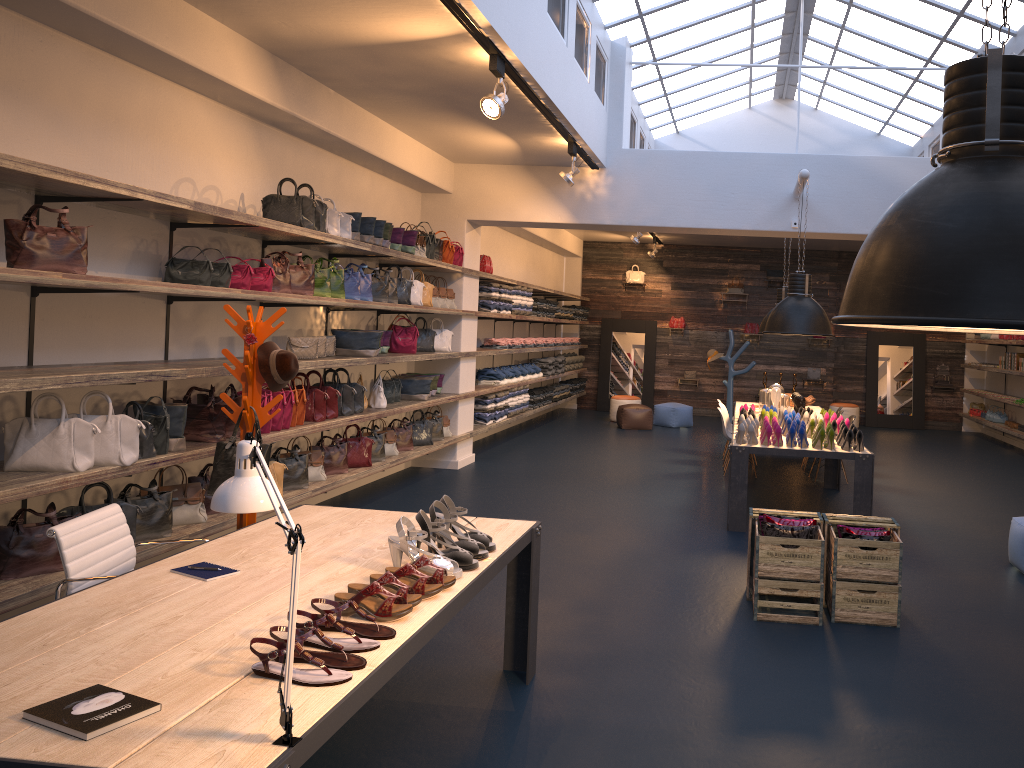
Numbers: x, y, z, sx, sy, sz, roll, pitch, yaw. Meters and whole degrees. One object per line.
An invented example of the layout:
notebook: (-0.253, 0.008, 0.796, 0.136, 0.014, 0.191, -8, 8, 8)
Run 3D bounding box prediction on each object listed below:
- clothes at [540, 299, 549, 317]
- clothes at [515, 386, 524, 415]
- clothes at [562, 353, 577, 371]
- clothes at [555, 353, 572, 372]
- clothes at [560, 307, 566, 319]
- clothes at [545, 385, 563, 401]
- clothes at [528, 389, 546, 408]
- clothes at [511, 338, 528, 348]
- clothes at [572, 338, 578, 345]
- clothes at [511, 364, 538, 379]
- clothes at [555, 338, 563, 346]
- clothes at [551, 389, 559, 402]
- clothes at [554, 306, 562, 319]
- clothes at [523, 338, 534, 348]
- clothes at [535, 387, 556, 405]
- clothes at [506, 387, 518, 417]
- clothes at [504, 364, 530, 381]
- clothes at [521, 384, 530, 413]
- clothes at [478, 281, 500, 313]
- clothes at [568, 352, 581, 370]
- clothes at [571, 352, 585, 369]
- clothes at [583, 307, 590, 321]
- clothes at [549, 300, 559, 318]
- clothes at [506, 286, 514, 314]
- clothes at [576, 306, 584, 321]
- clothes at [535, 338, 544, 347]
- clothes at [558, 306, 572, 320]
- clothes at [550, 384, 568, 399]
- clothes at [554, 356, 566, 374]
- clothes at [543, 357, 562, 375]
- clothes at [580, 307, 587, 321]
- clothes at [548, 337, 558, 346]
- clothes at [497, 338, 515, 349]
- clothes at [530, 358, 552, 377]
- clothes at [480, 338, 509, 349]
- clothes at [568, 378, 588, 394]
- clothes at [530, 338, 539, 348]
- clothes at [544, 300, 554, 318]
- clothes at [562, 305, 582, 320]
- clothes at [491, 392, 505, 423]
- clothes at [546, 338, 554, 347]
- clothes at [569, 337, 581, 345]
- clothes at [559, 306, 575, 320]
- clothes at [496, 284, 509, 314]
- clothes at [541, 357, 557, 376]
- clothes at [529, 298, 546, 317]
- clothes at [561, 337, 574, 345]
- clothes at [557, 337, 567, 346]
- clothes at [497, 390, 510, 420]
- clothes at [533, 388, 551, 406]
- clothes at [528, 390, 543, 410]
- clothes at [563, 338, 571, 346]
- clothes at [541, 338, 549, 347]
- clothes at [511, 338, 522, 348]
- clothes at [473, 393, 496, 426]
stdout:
clothes: (0.407, -1.219, 13.924, 0.367, 0.299, 0.320, 3, 2, -1)
clothes: (0.002, 0.226, 12.625, 0.254, 0.456, 0.352, 3, 1, 24)
clothes: (1.043, -0.429, 16.630, 0.323, 0.342, 0.410, 3, 2, 18)
clothes: (0.926, -0.405, 16.190, 0.323, 0.342, 0.410, 3, 2, 18)
clothes: (0.753, -1.286, 15.476, 0.409, 0.251, 0.354, 3, 2, 8)
clothes: (0.696, 0.157, 15.467, 0.409, 0.251, 0.354, 3, 2, 8)
clothes: (0.350, 0.224, 13.916, 0.367, 0.299, 0.320, 3, 2, -1)
clothes: (0.068, -0.620, 13.062, 0.316, 0.154, 0.357, 3, 3, 6)
clothes: (1.118, -0.840, 17.127, 0.328, 0.159, 0.340, 5, 4, 31)
clothes: (0.148, -0.199, 13.506, 0.398, 0.240, 0.456, 4, 3, 26)
clothes: (0.727, -0.758, 15.647, 0.328, 0.159, 0.340, 5, 4, 31)
clothes: (0.590, 0.179, 15.072, 0.395, 0.251, 0.365, 4, 3, 20)
clothes: (0.647, -1.264, 15.081, 0.395, 0.251, 0.365, 4, 3, 20)
clothes: (0.152, -0.637, 13.471, 0.328, 0.159, 0.340, 5, 4, 31)
clothes: (0.522, 0.188, 14.570, 0.338, 0.299, 0.320, 3, 2, 17)
clothes: (-0.085, 0.244, 12.298, 0.254, 0.456, 0.352, 3, 1, 24)
clothes: (0.032, -0.175, 13.064, 0.415, 0.240, 0.439, 3, 3, 10)
clothes: (0.097, 0.206, 12.985, 0.254, 0.456, 0.352, 3, 1, 24)
clothes: (-0.314, -1.125, 11.256, 0.243, 0.411, 0.333, 3, 1, 18)
clothes: (1.159, -0.453, 17.071, 0.323, 0.342, 0.410, 3, 2, 18)
clothes: (1.275, -0.478, 17.512, 0.323, 0.342, 0.410, 3, 2, 18)
clothes: (1.388, -1.425, 17.643, 0.338, 0.299, 0.320, 3, 2, 17)
clothes: (0.579, -1.255, 14.578, 0.338, 0.299, 0.320, 3, 2, 17)
clothes: (-0.135, -1.162, 11.934, 0.243, 0.411, 0.333, 3, 1, 18)
clothes: (1.216, -1.389, 16.989, 0.367, 0.299, 0.320, 3, 2, -1)
clothes: (0.342, -0.677, 14.190, 0.328, 0.159, 0.340, 5, 4, 31)
clothes: (0.861, -1.309, 15.892, 0.395, 0.251, 0.365, 4, 3, 20)
clothes: (0.805, 0.134, 15.884, 0.395, 0.251, 0.365, 4, 3, 20)
clothes: (0.772, -0.347, 15.505, 0.393, 0.317, 0.356, 3, 2, -3)
clothes: (0.681, -0.318, 15.126, 0.375, 0.303, 0.350, 3, 2, -2)
clothes: (1.302, -1.407, 17.316, 0.344, 0.299, 0.314, 3, 2, 10)
clothes: (0.648, -0.742, 15.259, 0.316, 0.154, 0.357, 3, 3, 6)
clothes: (-0.122, -0.580, 12.343, 0.316, 0.154, 0.357, 3, 3, 6)
clothes: (0.473, -0.274, 14.337, 0.375, 0.303, 0.350, 3, 2, -2)
clothes: (-0.233, -0.556, 12.011, 0.328, 0.159, 0.340, 5, 4, 31)
clothes: (1.287, 0.027, 17.475, 0.354, 0.298, 0.668, 3, 3, 14)
clothes: (0.263, -0.661, 13.802, 0.316, 0.154, 0.357, 3, 3, 6)
clothes: (0.493, -1.237, 14.251, 0.344, 0.299, 0.314, 3, 2, 10)
clothes: (1.140, -1.370, 16.662, 0.359, 0.299, 0.337, 3, 2, 13)
clothes: (-0.253, 0.300, 11.593, 0.243, 0.411, 0.333, 3, 1, 18)
clothes: (0.537, -0.718, 14.928, 0.328, 0.159, 0.340, 5, 4, 31)
clothes: (1.229, -0.864, 17.459, 0.316, 0.154, 0.357, 3, 3, 6)
clothes: (0.967, -1.331, 16.288, 0.409, 0.251, 0.354, 3, 2, 8)
clothes: (-0.197, -1.142, 11.601, 0.243, 0.411, 0.333, 3, 1, 18)
clothes: (0.563, -0.303, 14.716, 0.393, 0.317, 0.356, 3, 2, -3)
clothes: (0.331, -1.200, 13.597, 0.359, 0.299, 0.337, 3, 2, 13)
clothes: (1.039, -0.824, 16.739, 0.316, 0.154, 0.357, 3, 3, 6)
clothes: (0.838, -0.782, 15.979, 0.316, 0.154, 0.357, 3, 3, 6)
clothes: (-0.192, 0.281, 11.925, 0.243, 0.411, 0.333, 3, 1, 18)
clothes: (0.436, 0.206, 14.242, 0.344, 0.299, 0.314, 3, 2, 10)
clothes: (0.275, 0.243, 13.589, 0.359, 0.299, 0.337, 3, 2, 13)
clothes: (0.928, -0.800, 16.408, 0.328, 0.159, 0.340, 5, 4, 31)
clothes: (0.453, -0.701, 14.522, 0.316, 0.154, 0.357, 3, 3, 6)
clothes: (-0.043, -0.596, 12.731, 0.328, 0.159, 0.340, 5, 4, 31)
clothes: (-0.371, 0.318, 11.248, 0.243, 0.411, 0.333, 3, 1, 18)
